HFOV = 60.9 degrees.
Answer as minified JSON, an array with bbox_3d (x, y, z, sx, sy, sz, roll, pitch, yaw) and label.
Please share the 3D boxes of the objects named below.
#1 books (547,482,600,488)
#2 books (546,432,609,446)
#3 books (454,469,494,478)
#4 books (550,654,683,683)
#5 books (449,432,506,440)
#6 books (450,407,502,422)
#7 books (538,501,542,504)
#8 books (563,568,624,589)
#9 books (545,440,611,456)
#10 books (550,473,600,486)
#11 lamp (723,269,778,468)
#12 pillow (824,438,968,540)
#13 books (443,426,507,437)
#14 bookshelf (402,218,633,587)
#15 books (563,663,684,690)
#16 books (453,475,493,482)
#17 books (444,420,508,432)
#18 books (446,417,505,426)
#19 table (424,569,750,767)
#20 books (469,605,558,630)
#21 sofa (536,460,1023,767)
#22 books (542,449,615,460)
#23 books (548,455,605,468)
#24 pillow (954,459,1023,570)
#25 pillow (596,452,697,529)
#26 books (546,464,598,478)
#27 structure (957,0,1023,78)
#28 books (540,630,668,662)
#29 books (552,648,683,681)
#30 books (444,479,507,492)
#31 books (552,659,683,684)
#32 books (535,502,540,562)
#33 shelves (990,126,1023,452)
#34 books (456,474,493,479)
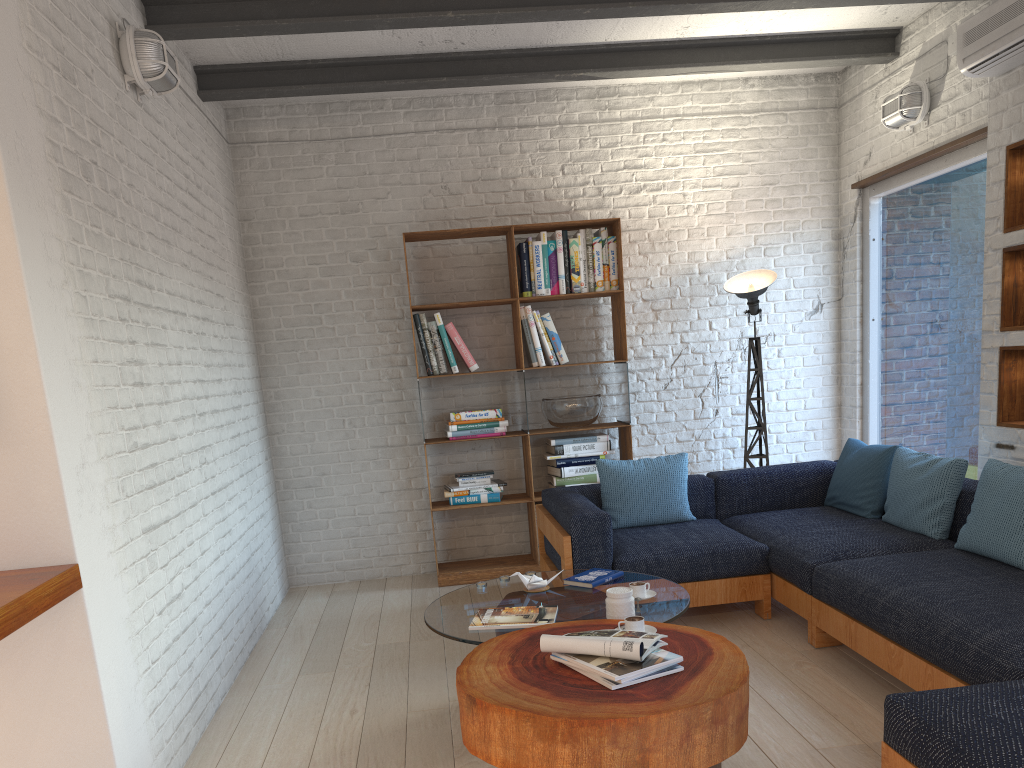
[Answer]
[{"bbox_3d":[0.449,0.676,5.772,0.378,0.066,0.240,-5,2,-11],"label":"books"},{"bbox_3d":[0.426,0.361,5.725,0.379,0.037,0.239,-5,2,-5],"label":"books"},{"bbox_3d":[-0.248,0.585,5.701,0.252,0.017,0.159,-5,2,-5],"label":"books"},{"bbox_3d":[0.314,0.833,2.655,0.249,0.011,0.316,-6,2,-36],"label":"books"},{"bbox_3d":[-0.231,0.329,5.648,0.355,0.021,0.267,-5,2,-5],"label":"books"},{"bbox_3d":[-0.235,0.196,5.626,0.326,0.057,0.249,-5,2,-3],"label":"books"},{"bbox_3d":[0.199,0.970,5.828,0.036,0.393,0.237,-6,9,-6],"label":"books"},{"bbox_3d":[0.359,0.854,3.839,0.162,0.023,0.227,-3,2,43],"label":"books"},{"bbox_3d":[0.434,0.412,5.741,0.378,0.066,0.240,-5,2,-11],"label":"books"},{"bbox_3d":[0.441,0.616,5.778,0.362,0.057,0.277,-5,2,-3],"label":"books"},{"bbox_3d":[1.742,0.196,5.465,0.498,1.894,0.856,-12,12,-33],"label":"lamp"},{"bbox_3d":[1.966,0.525,4.553,0.243,0.407,1.085,-6,3,-7],"label":"pillow"},{"bbox_3d":[-0.242,0.301,5.635,0.378,0.037,0.240,-5,2,-10],"label":"books"},{"bbox_3d":[0.072,0.148,5.629,1.316,2.261,0.354,-5,11,-5],"label":"bookshelf"},{"bbox_3d":[0.324,0.854,2.663,0.250,0.011,0.315,-5,2,-26],"label":"books"},{"bbox_3d":[-0.257,0.611,5.726,0.235,0.019,0.168,-5,2,-12],"label":"books"},{"bbox_3d":[-0.233,0.264,5.622,0.378,0.037,0.240,-5,2,-11],"label":"books"},{"bbox_3d":[-0.240,0.235,5.635,0.355,0.021,0.267,-5,2,-7],"label":"books"},{"bbox_3d":[0.195,1.088,3.228,1.076,0.457,1.791,-5,2,0],"label":"table"},{"bbox_3d":[0.010,0.901,3.368,0.319,0.011,0.247,-5,1,8],"label":"books"},{"bbox_3d":[1.391,0.873,3.430,2.076,0.676,3.872,-5,2,-6],"label":"sofa"},{"bbox_3d":[0.431,0.456,5.731,0.444,0.021,0.267,-5,2,-5],"label":"books"},{"bbox_3d":[0.419,0.496,5.725,0.325,0.057,0.250,-5,2,-10],"label":"books"},{"bbox_3d":[2.089,0.525,3.229,0.254,0.425,1.187,-6,3,-6],"label":"pillow"},{"bbox_3d":[0.758,0.607,4.950,0.554,0.420,0.217,-5,9,-6],"label":"pillow"},{"bbox_3d":[0.449,0.555,5.751,0.377,0.066,0.240,-5,2,-18],"label":"books"},{"bbox_3d":[2.118,-1.476,3.492,0.200,0.224,0.798,-5,2,-6],"label":"structure"},{"bbox_3d":[0.292,0.809,2.718,0.322,0.112,0.266,-3,3,27],"label":"books"},{"bbox_3d":[0.313,0.822,2.645,0.249,0.011,0.315,-6,2,-31],"label":"books"},{"bbox_3d":[-0.243,0.664,5.707,0.378,0.019,0.240,-5,2,-12],"label":"books"},{"bbox_3d":[0.319,0.843,2.676,0.249,0.011,0.316,-6,2,-36],"label":"books"},{"bbox_3d":[0.164,0.973,5.809,0.036,0.393,0.237,-6,9,-6],"label":"books"},{"bbox_3d":[2.400,-0.410,3.724,0.192,1.464,0.747,-6,9,-6],"label":"shelves"},{"bbox_3d":[-0.251,0.597,5.717,0.242,0.008,0.153,-5,1,-5],"label":"books"}]
